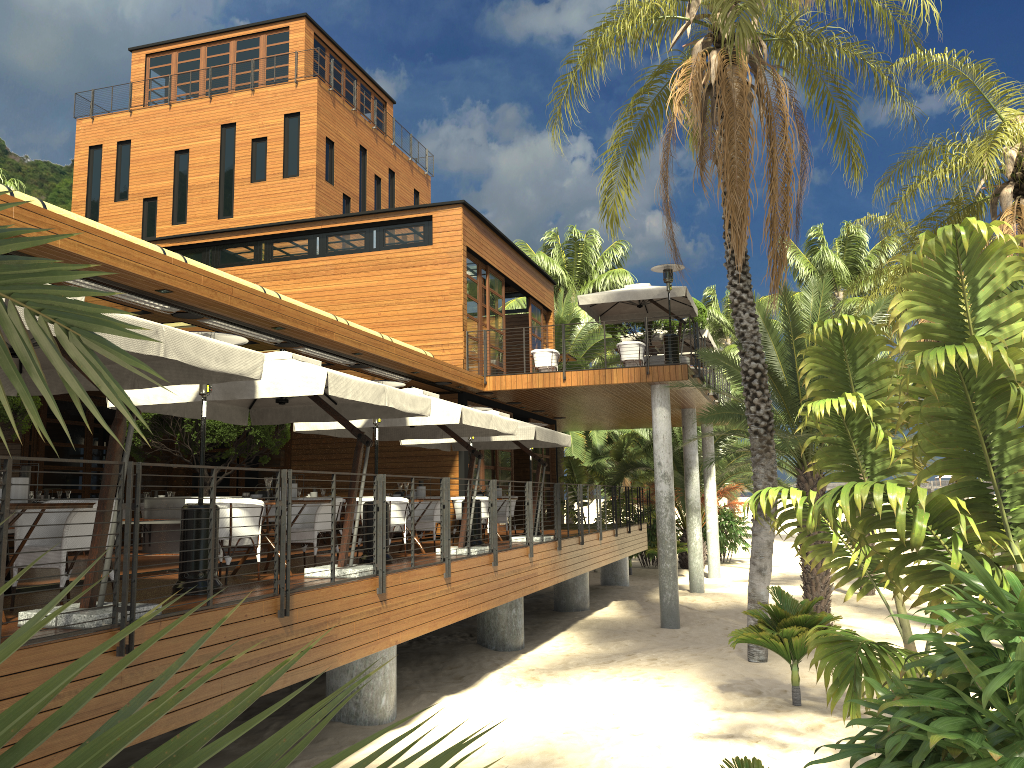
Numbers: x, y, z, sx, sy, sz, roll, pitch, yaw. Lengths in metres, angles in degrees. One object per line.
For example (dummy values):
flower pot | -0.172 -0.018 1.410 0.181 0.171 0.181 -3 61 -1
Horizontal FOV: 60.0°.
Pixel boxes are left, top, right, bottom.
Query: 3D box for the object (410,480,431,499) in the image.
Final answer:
object | -1.296 1.460 12.276 0.263 0.264 0.263 3 -9 -28

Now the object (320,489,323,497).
object | -3.500 2.049 16.373 0.082 0.227 0.082 2 -9 -21

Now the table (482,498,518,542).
table | -0.457 2.370 15.457 0.931 0.751 0.929 -3 -8 17

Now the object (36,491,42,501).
object | -7.230 1.748 13.543 0.082 0.227 0.082 -6 -10 28

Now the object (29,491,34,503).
object | -3.335 0.781 6.101 0.086 0.086 0.086 -4 -9 22

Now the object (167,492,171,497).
object | -6.385 2.120 16.510 0.082 0.227 0.082 4 -10 -30

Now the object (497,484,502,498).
object | -0.281 1.862 15.503 0.263 0.264 0.263 3 -9 -28

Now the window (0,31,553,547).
window | -5.779 -5.449 21.495 14.489 18.012 38.315 0 -8 -6

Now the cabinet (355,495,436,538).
cabinet | -2.414 2.725 18.204 1.610 0.840 0.556 -3 -8 17

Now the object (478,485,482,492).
object | -0.571 1.923 15.819 0.082 0.227 0.082 -4 -9 18

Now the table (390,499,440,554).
table | -1.466 1.971 12.249 0.931 0.751 0.929 -3 -8 17

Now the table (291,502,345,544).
table | -3.610 2.506 16.057 1.165 0.751 1.163 -4 -8 22

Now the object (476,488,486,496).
object | -0.567 1.920 15.587 0.163 0.179 0.167 -4 -8 19

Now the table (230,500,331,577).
table | -2.473 1.572 9.048 0.931 0.751 0.929 -3 -8 17

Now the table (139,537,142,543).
table | -6.646 2.636 16.628 1.165 0.751 1.163 -4 -8 19

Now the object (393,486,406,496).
object | -1.582 1.518 12.360 0.163 0.179 0.167 -4 -8 19

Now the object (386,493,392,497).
object | -1.689 1.540 12.156 0.086 0.086 0.086 -4 -9 22

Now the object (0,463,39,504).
object | -3.302 0.665 5.898 0.263 0.264 0.263 3 -9 -28

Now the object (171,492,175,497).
object | -6.469 2.175 16.924 0.082 0.227 0.082 5 -10 -35

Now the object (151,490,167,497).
object | -6.653 2.133 16.688 0.263 0.264 0.263 2 -9 -24

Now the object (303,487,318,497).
object | -3.633 2.004 16.125 0.263 0.264 0.263 3 -9 -27

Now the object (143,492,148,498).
object | -6.790 2.115 16.420 0.082 0.227 0.082 5 -10 -35

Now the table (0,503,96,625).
table | -3.480 1.173 5.848 0.931 0.751 0.929 -3 -8 17

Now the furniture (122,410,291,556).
furniture | -4.928 1.313 14.196 2.616 2.730 2.687 -2 -8 8

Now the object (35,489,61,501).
object | -7.235 1.770 13.827 0.263 0.264 0.263 -6 -10 34

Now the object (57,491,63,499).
object | -7.221 1.826 14.143 0.082 0.227 0.082 -6 -10 28

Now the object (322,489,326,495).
object | -3.384 1.992 15.953 0.082 0.227 0.082 5 -11 -37

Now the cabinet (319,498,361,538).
cabinet | -3.963 2.815 18.678 1.610 0.840 0.556 -3 -8 17

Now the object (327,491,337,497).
object | -3.263 2.025 16.011 0.163 0.179 0.167 2 -9 -23

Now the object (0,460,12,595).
object | -4.604 1.043 7.186 0.768 1.401 0.769 -1 -8 2

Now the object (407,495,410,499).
object | -1.439 1.590 12.490 0.116 0.065 0.115 -3 -8 15

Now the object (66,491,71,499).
object | -6.934 1.783 13.848 0.082 0.227 0.082 -7 -10 35

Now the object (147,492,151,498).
object | -6.899 2.170 16.828 0.082 0.227 0.082 4 -10 -30

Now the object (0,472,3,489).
object | -3.593 0.726 6.214 0.082 0.227 0.082 -4 -9 18

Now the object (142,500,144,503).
object | -6.932 2.231 16.718 0.086 0.086 0.086 2 -8 -19

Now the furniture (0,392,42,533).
furniture | -6.536 0.706 9.318 2.569 2.730 2.712 2 -8 -18

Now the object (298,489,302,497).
object | -3.798 1.986 15.850 0.082 0.227 0.082 2 -9 -21

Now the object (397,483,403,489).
object | -1.586 1.521 12.592 0.082 0.227 0.082 -4 -9 18

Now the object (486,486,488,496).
object | -0.421 1.852 15.288 0.082 0.227 0.082 -4 -9 18
